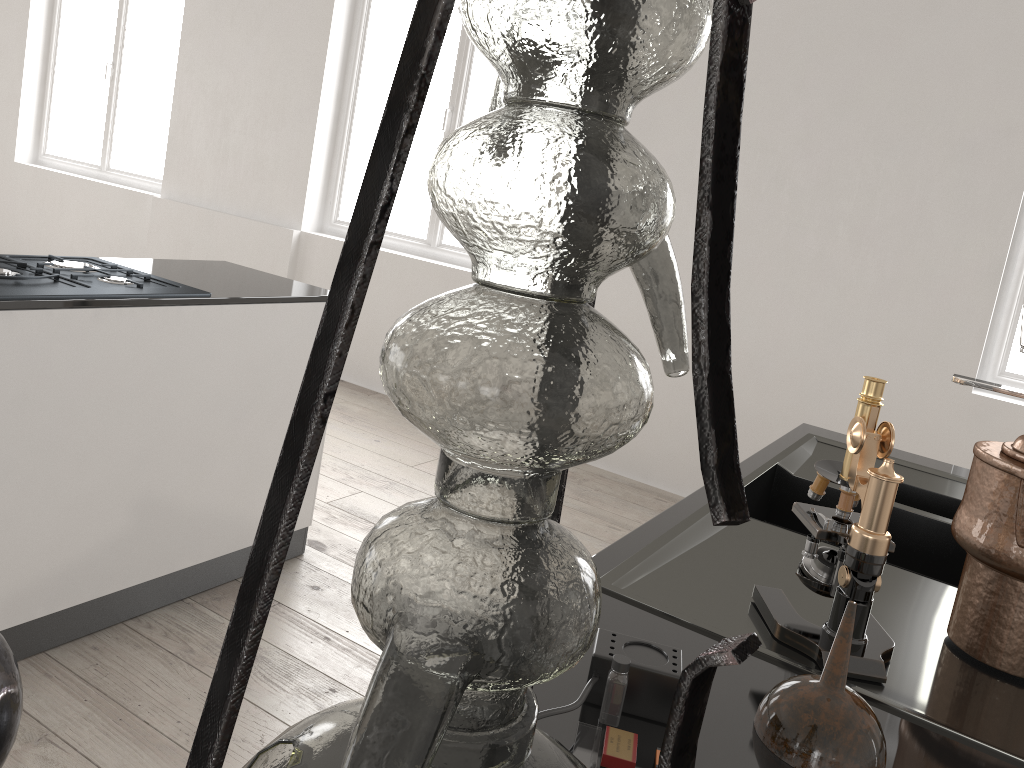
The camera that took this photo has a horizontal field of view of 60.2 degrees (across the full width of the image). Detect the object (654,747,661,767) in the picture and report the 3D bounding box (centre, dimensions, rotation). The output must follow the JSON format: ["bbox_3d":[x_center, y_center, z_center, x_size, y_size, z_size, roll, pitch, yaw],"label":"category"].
[{"bbox_3d":[0.124,0.301,0.682,0.032,0.012,0.042,13,12,13],"label":"object"}]

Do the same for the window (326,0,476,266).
[{"bbox_3d":[-0.328,-1.594,5.123,1.741,1.721,0.071,16,10,29],"label":"window"}]

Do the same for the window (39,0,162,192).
[{"bbox_3d":[-2.986,-2.411,6.639,1.741,1.721,0.071,16,10,29],"label":"window"}]

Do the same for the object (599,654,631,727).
[{"bbox_3d":[0.087,0.258,0.745,0.017,0.055,0.017,12,8,9],"label":"object"}]

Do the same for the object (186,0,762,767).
[{"bbox_3d":[-0.034,0.019,0.339,0.293,0.643,0.323,8,9,-18],"label":"object"}]

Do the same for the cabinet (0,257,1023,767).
[{"bbox_3d":[-0.601,0.452,1.488,2.730,0.872,2.472,17,13,28],"label":"cabinet"}]

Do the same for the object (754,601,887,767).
[{"bbox_3d":[0.280,0.250,0.765,0.112,0.130,0.111,17,12,34],"label":"object"}]

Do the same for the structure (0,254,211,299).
[{"bbox_3d":[-1.242,-0.273,2.164,0.525,0.014,0.845,17,14,28],"label":"structure"}]

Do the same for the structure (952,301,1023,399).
[{"bbox_3d":[0.821,-0.002,1.327,0.282,0.575,0.131,15,9,29],"label":"structure"}]

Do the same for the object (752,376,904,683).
[{"bbox_3d":[0.376,0.142,0.966,0.132,0.288,0.171,10,9,-1],"label":"object"}]

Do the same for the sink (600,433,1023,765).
[{"bbox_3d":[0.577,0.299,1.405,0.489,0.139,1.170,17,14,28],"label":"sink"}]

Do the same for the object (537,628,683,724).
[{"bbox_3d":[0.039,0.277,0.645,0.124,0.045,0.378,14,13,17],"label":"object"}]

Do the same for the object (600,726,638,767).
[{"bbox_3d":[0.085,0.290,0.702,0.026,0.010,0.039,12,12,8],"label":"object"}]

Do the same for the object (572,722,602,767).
[{"bbox_3d":[0.060,0.289,0.706,0.020,0.001,0.061,12,12,8],"label":"object"}]

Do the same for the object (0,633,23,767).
[{"bbox_3d":[-0.317,0.127,0.411,0.205,0.308,0.223,15,10,27],"label":"object"}]

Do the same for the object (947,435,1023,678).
[{"bbox_3d":[0.596,0.179,1.005,0.207,0.276,0.189,7,10,-20],"label":"object"}]

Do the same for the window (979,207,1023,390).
[{"bbox_3d":[2.894,-0.602,3.285,1.741,1.721,0.071,16,10,29],"label":"window"}]
